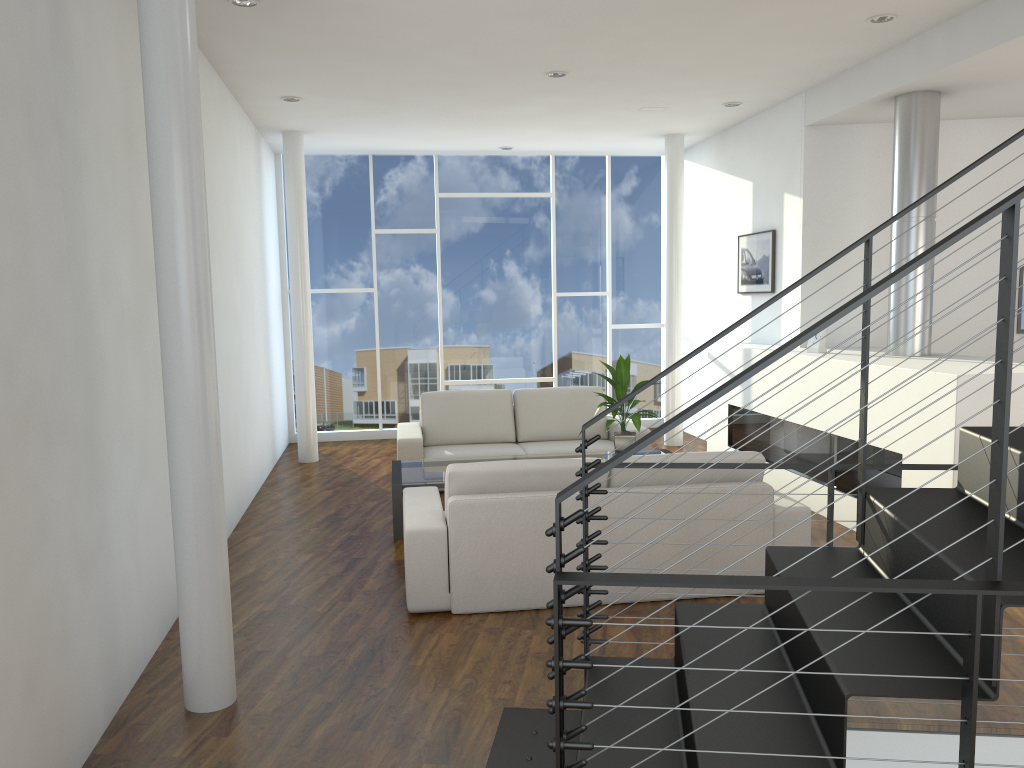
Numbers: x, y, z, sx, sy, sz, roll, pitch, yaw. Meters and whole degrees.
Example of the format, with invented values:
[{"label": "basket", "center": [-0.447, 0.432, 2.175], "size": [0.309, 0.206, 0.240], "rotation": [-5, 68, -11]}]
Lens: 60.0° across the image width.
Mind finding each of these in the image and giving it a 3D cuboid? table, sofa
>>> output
[{"label": "table", "center": [0.160, 0.582, 4.843], "size": [1.608, 0.285, 0.659], "rotation": [-2, 6, -7]}, {"label": "sofa", "center": [0.046, 0.337, 5.894], "size": [1.610, 0.567, 0.800], "rotation": [-2, 6, -7]}, {"label": "sofa", "center": [0.345, 0.534, 3.792], "size": [1.610, 0.567, 0.800], "rotation": [-2, 6, -7]}]

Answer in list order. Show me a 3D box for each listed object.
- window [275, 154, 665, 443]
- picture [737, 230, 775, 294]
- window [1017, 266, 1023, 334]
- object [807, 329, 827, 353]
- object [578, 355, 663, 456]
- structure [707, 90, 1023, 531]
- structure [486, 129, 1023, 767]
[{"label": "window", "center": [-0.275, -2.331, 7.516], "size": [3.414, 5.652, 0.090], "rotation": [-2, 7, -8]}, {"label": "picture", "center": [1.693, -0.840, 6.165], "size": [0.020, 0.416, 0.573], "rotation": [-2, 6, -8]}, {"label": "window", "center": [4.090, -0.524, 5.328], "size": [2.024, 0.409, 0.164], "rotation": [0, 7, 8]}, {"label": "object", "center": [1.758, -0.257, 5.111], "size": [0.061, 0.152, 0.100], "rotation": [-4, 7, -22]}, {"label": "object", "center": [0.625, 0.130, 4.813], "size": [0.431, 0.603, 0.456], "rotation": [-4, 7, -23]}, {"label": "structure", "center": [1.966, -0.427, 4.978], "size": [0.750, 2.212, 2.742], "rotation": [-2, 6, -9]}, {"label": "structure", "center": [2.072, 0.504, 1.821], "size": [4.361, 6.317, 1.090], "rotation": [0, 7, 8]}]
